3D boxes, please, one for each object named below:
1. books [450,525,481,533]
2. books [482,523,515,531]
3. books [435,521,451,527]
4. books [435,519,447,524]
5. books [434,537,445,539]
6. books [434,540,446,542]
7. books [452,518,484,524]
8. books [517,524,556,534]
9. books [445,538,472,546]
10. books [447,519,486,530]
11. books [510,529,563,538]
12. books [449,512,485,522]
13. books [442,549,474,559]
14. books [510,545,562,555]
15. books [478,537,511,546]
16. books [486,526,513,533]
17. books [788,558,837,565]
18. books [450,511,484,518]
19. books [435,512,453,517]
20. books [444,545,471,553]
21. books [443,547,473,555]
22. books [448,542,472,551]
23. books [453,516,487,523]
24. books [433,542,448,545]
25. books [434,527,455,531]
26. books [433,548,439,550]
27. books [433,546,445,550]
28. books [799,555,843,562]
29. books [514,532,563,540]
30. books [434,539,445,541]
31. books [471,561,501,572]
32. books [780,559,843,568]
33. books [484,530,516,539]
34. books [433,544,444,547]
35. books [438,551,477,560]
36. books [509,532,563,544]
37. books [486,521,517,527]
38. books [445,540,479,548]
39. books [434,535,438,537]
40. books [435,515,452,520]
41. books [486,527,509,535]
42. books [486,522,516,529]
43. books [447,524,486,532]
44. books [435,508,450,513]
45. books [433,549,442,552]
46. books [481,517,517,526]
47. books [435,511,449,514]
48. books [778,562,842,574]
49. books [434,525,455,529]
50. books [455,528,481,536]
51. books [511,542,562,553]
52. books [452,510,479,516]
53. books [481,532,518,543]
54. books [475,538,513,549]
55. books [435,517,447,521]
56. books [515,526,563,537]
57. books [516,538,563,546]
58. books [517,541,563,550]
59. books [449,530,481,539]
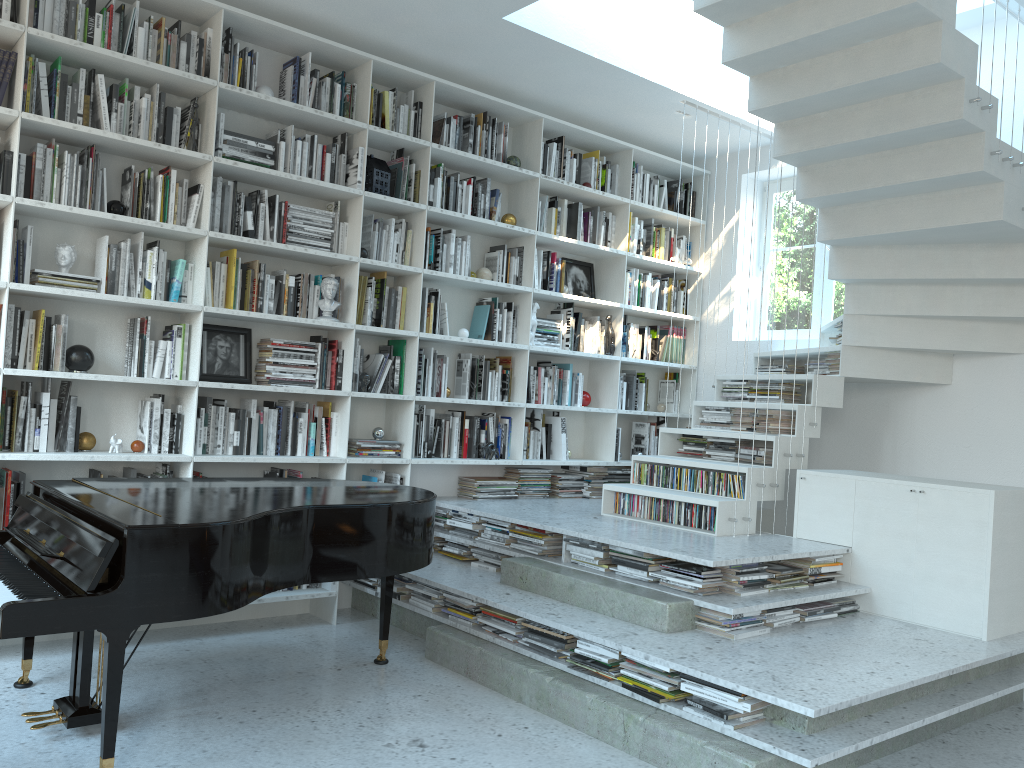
[{"bbox_3d":[-0.225,0.851,5.234,0.152,0.009,0.259,5,-2,-42],"label":"books"},{"bbox_3d":[-0.031,0.804,4.998,0.167,0.008,0.234,5,-2,-40],"label":"books"},{"bbox_3d":[-0.419,0.847,5.452,0.175,0.017,0.265,5,-2,-36],"label":"books"},{"bbox_3d":[-0.414,0.833,5.455,0.179,0.012,0.261,5,-2,-39],"label":"books"},{"bbox_3d":[-0.467,0.928,5.460,0.152,0.015,0.208,5,-2,-34],"label":"books"},{"bbox_3d":[-0.476,0.947,5.453,0.184,0.006,0.262,5,-2,-38],"label":"books"},{"bbox_3d":[-0.227,0.805,5.230,0.171,0.007,0.206,5,-2,-37],"label":"books"},{"bbox_3d":[0.157,0.771,4.779,0.139,0.028,0.261,5,-2,-34],"label":"books"},{"bbox_3d":[-0.264,0.927,5.223,0.149,0.014,0.228,5,-2,-41],"label":"books"},{"bbox_3d":[-0.237,0.823,5.223,0.189,0.030,0.237,5,-2,-42],"label":"books"},{"bbox_3d":[0.144,0.801,4.769,0.187,0.009,0.261,5,-2,-40],"label":"books"},{"bbox_3d":[-0.222,0.781,5.234,0.163,0.018,0.289,5,-2,-40],"label":"books"},{"bbox_3d":[-0.271,0.993,5.220,0.160,0.014,0.268,5,-2,-40],"label":"books"},{"bbox_3d":[0.135,0.888,4.765,0.182,0.011,0.253,5,-2,-35],"label":"books"},{"bbox_3d":[-0.046,0.880,4.988,0.190,0.012,0.235,5,-2,-41],"label":"books"},{"bbox_3d":[-0.026,0.815,5.002,0.144,0.013,0.220,5,-2,-36],"label":"books"},{"bbox_3d":[1.486,0.869,4.416,0.192,0.024,0.167,5,-2,-34],"label":"books"},{"bbox_3d":[-0.220,0.769,5.235,0.159,0.007,0.285,5,-2,-40],"label":"books"},{"bbox_3d":[-0.417,0.792,5.451,0.171,0.015,0.252,5,-2,-44],"label":"books"},{"bbox_3d":[-0.269,0.965,5.221,0.159,0.009,0.228,5,-2,-38],"label":"books"},{"bbox_3d":[-0.280,0.977,5.212,0.180,0.017,0.182,5,-2,-42],"label":"books"},{"bbox_3d":[-0.263,0.952,5.225,0.137,0.018,0.200,5,-2,-43],"label":"books"},{"bbox_3d":[-0.222,0.796,5.235,0.143,0.012,0.264,5,-2,-34],"label":"books"},{"bbox_3d":[-0.467,0.962,5.461,0.159,0.012,0.278,5,-2,-40],"label":"books"},{"bbox_3d":[-0.403,0.881,5.466,0.134,0.014,0.181,5,-2,-42],"label":"books"},{"bbox_3d":[-0.470,0.997,5.460,0.144,0.005,0.257,5,-2,-34],"label":"books"},{"bbox_3d":[-0.462,0.988,5.466,0.147,0.014,0.292,5,-2,-39],"label":"books"},{"bbox_3d":[1.494,0.850,4.408,0.285,0.013,0.181,5,-2,-44],"label":"books"},{"bbox_3d":[0.148,0.812,4.773,0.161,0.012,0.254,5,-2,-35],"label":"books"},{"bbox_3d":[-0.469,0.940,5.458,0.160,0.009,0.210,5,-2,-35],"label":"books"},{"bbox_3d":[-0.092,1.020,4.967,0.189,0.028,0.202,5,-2,-44],"label":"books"},{"bbox_3d":[1.489,0.887,4.410,0.261,0.012,0.179,5,-2,-35],"label":"books"},{"bbox_3d":[-0.029,0.843,5.001,0.154,0.018,0.220,5,-2,-40],"label":"books"},{"bbox_3d":[-0.470,0.974,5.459,0.170,0.012,0.215,5,-2,-39],"label":"books"},{"bbox_3d":[-0.286,1.003,5.208,0.187,0.009,0.261,5,-2,-36],"label":"books"},{"bbox_3d":[0.145,0.826,4.771,0.179,0.017,0.293,5,-2,-38],"label":"books"},{"bbox_3d":[-0.026,0.784,5.001,0.149,0.013,0.220,5,-2,-36],"label":"books"},{"bbox_3d":[-0.267,0.939,5.222,0.144,0.009,0.249,5,-2,-35],"label":"books"},{"bbox_3d":[-0.471,0.916,5.456,0.174,0.009,0.240,5,-2,-37],"label":"books"},{"bbox_3d":[-0.402,0.816,5.464,0.145,0.008,0.297,5,-2,-40],"label":"books"},{"bbox_3d":[-0.025,0.828,5.004,0.150,0.013,0.215,5,-2,-39],"label":"books"},{"bbox_3d":[-0.026,0.795,5.001,0.160,0.010,0.179,5,-2,-39],"label":"books"},{"bbox_3d":[-0.228,0.843,5.232,0.163,0.008,0.294,5,-2,-41],"label":"books"},{"bbox_3d":[-0.407,0.771,5.458,0.159,0.011,0.246,5,-2,-42],"label":"books"},{"bbox_3d":[-0.471,1.009,5.460,0.163,0.019,0.187,5,-2,-40],"label":"books"},{"bbox_3d":[-0.035,0.769,4.994,0.165,0.015,0.243,5,-2,-44],"label":"books"},{"bbox_3d":[-0.408,0.781,5.458,0.167,0.008,0.234,5,-2,-40],"label":"books"},{"bbox_3d":[1.483,0.908,4.416,0.284,0.030,0.177,5,-2,-38],"label":"books"},{"bbox_3d":[-0.413,0.865,5.457,0.163,0.017,0.232,5,-2,-37],"label":"books"},{"bbox_3d":[-0.216,0.867,5.242,0.131,0.021,0.240,5,-2,-37],"label":"books"},{"bbox_3d":[0.141,0.876,4.770,0.178,0.014,0.247,5,-2,-41],"label":"books"},{"bbox_3d":[-0.228,0.755,5.228,0.171,0.020,0.193,5,-2,-44],"label":"books"},{"bbox_3d":[-0.039,0.863,4.994,0.164,0.023,0.242,5,-2,-35],"label":"books"},{"bbox_3d":[-0.044,0.892,4.991,0.183,0.012,0.296,5,-2,-40],"label":"books"},{"bbox_3d":[-0.408,0.823,5.459,0.156,0.009,0.287,5,-2,-41],"label":"books"},{"bbox_3d":[0.164,0.792,4.786,0.128,0.013,0.296,5,-2,-41],"label":"books"},{"bbox_3d":[0.151,0.844,4.776,0.159,0.018,0.203,5,-2,-41],"label":"books"},{"bbox_3d":[0.159,0.862,4.784,0.138,0.017,0.237,5,-2,-40],"label":"books"},{"bbox_3d":[-0.232,0.885,5.230,0.173,0.017,0.233,5,-2,-40],"label":"books"}]
